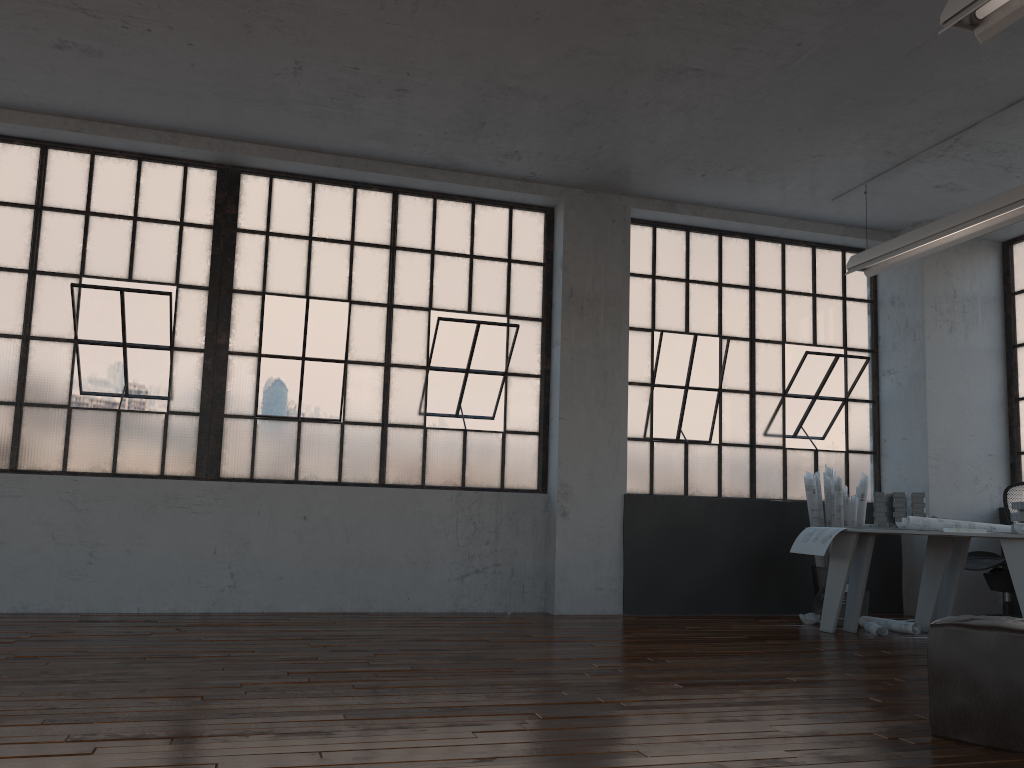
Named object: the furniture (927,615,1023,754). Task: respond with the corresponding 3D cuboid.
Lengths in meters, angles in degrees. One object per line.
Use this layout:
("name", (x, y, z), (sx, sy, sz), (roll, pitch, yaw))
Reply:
("furniture", (1.751, 1.036, 3.088), (0.471, 0.429, 0.472), (-5, -10, 42))

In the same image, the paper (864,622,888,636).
("paper", (2.457, 1.656, 5.984), (0.083, 0.068, 0.342), (0, -8, 9))

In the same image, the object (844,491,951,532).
("object", (2.692, 0.850, 6.074), (0.736, 0.304, 0.435), (-3, -9, 29))

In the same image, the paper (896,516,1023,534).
("paper", (3.049, 0.856, 5.296), (0.976, 0.105, 1.078), (4, -9, -16))

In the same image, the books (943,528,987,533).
("books", (2.632, 0.853, 5.153), (0.200, 0.024, 0.236), (-1, -9, 20))

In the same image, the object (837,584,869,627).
("object", (2.437, 1.597, 6.429), (0.290, 0.293, 0.291), (-2, -8, 24))

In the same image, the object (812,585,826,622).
("object", (2.301, 1.625, 6.572), (0.293, 0.280, 0.107), (9, -10, -42))

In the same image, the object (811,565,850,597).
("object", (2.488, 1.608, 6.823), (0.354, 0.396, 0.355), (3, -8, -9))

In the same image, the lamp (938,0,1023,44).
("lamp", (1.966, -1.738, 2.511), (0.202, 0.626, 1.883), (4, -9, -16))

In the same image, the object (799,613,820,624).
("object", (2.152, 1.696, 6.405), (0.108, 0.083, 0.135), (5, -9, -25))

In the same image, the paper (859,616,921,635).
("paper", (2.613, 1.673, 6.126), (0.114, 0.093, 0.467), (6, -10, -31))

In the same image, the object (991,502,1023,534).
("object", (3.033, 0.777, 5.129), (0.389, 0.182, 0.417), (0, -8, 14))

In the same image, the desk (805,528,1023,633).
("desk", (2.828, 1.239, 5.301), (1.065, 0.695, 2.063), (4, -9, -16))

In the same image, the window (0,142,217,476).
("window", (-3.251, -0.534, 5.969), (2.458, 2.252, 0.671), (4, -7, -16))

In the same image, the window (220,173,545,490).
("window", (-0.922, -0.365, 6.639), (2.458, 2.252, 0.671), (4, -7, -16))

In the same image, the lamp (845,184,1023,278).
("lamp", (2.856, -1.240, 5.816), (0.202, 0.626, 1.883), (4, -9, -16))

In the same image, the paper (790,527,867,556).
("paper", (2.145, 1.054, 5.950), (0.434, 0.182, 0.441), (4, -9, -17))

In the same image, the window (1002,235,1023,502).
("window", (4.563, -0.254, 6.277), (0.670, 2.382, 2.598), (4, -8, -16))

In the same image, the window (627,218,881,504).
("window", (2.031, -0.150, 7.488), (2.592, 2.383, 0.671), (4, -7, -16))

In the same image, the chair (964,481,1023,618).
("chair", (3.530, 1.214, 6.275), (0.793, 1.082, 0.772), (5, -8, -22))

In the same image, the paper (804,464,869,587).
("paper", (2.544, 1.209, 6.898), (0.441, 1.194, 0.413), (7, -9, -38))
